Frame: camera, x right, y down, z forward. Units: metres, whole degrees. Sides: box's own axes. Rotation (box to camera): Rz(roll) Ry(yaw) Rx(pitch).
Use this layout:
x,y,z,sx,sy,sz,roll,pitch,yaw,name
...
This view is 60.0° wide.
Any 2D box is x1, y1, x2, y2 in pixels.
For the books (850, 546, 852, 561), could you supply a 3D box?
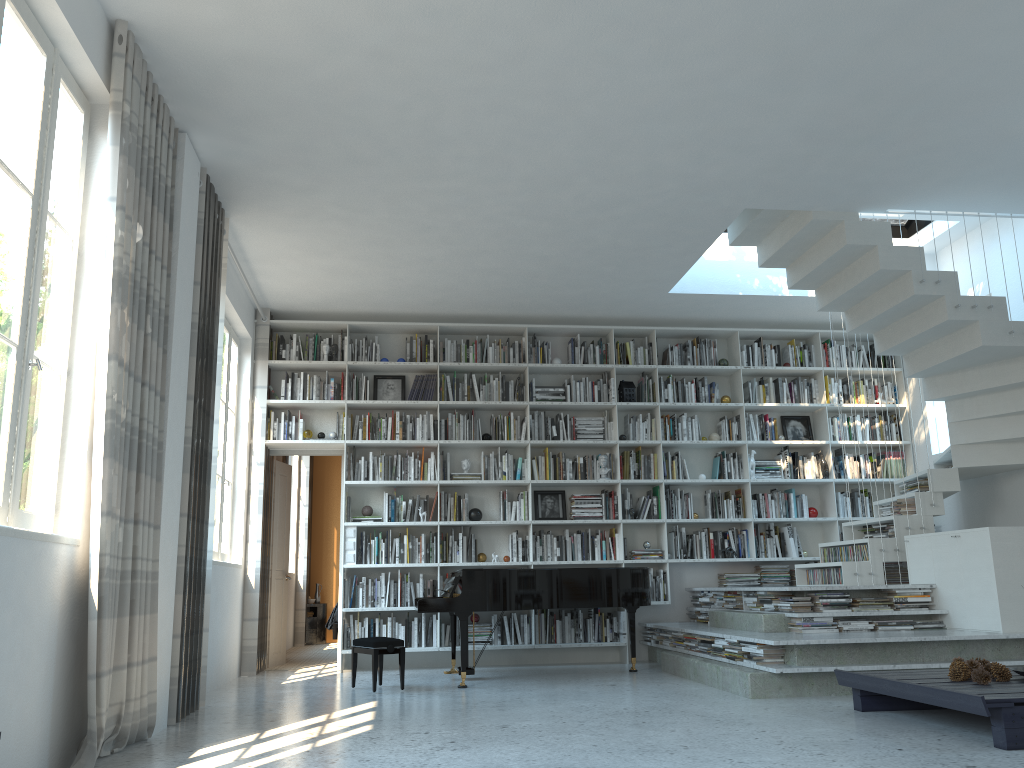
x,y,z,sx,sy,sz,roll,pitch,yaw,name
2.785,1.366,7.130,0.125,0.125,0.007,0,-12,-7,books

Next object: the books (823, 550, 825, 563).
x,y,z,sx,sy,sz,roll,pitch,yaw,name
2.726,1.471,7.585,0.125,0.125,0.009,0,-12,-7,books

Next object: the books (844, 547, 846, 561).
x,y,z,sx,sy,sz,roll,pitch,yaw,name
2.773,1.388,7.225,0.125,0.125,0.008,0,-12,-7,books

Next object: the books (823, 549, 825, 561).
x,y,z,sx,sy,sz,roll,pitch,yaw,name
2.727,1.470,7.577,0.125,0.125,0.007,0,-12,-7,books

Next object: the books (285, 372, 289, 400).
x,y,z,sx,sy,sz,roll,pitch,yaw,name
-2.092,0.047,8.234,0.011,0.296,0.163,0,-13,-7,books

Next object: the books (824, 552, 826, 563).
x,y,z,sx,sy,sz,roll,pitch,yaw,name
2.728,1.468,7.570,0.125,0.125,0.008,0,-12,-7,books

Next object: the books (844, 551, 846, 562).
x,y,z,sx,sy,sz,roll,pitch,yaw,name
2.772,1.389,7.232,0.125,0.125,0.008,0,-12,-7,books

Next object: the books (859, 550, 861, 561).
x,y,z,sx,sy,sz,roll,pitch,yaw,name
2.802,1.335,6.998,0.125,0.125,0.008,0,-12,-7,books

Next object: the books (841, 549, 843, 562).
x,y,z,sx,sy,sz,roll,pitch,yaw,name
2.766,1.400,7.278,0.125,0.125,0.007,0,-12,-7,books

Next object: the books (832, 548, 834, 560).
x,y,z,sx,sy,sz,roll,pitch,yaw,name
2.747,1.433,7.421,0.125,0.125,0.008,0,-12,-7,books

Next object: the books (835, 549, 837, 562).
x,y,z,sx,sy,sz,roll,pitch,yaw,name
2.753,1.423,7.376,0.125,0.125,0.008,0,-12,-7,books

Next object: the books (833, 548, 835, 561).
x,y,z,sx,sy,sz,roll,pitch,yaw,name
2.749,1.430,7.405,0.125,0.125,0.008,0,-12,-7,books

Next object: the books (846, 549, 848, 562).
x,y,z,sx,sy,sz,roll,pitch,yaw,name
2.776,1.382,7.199,0.125,0.125,0.013,0,-12,-7,books

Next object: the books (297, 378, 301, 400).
x,y,z,sx,sy,sz,roll,pitch,yaw,name
-1.978,0.077,8.246,0.024,0.238,0.156,0,-13,-7,books

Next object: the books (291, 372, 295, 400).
x,y,z,sx,sy,sz,roll,pitch,yaw,name
-2.026,0.051,8.223,0.023,0.282,0.186,0,-13,-7,books

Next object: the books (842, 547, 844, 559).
x,y,z,sx,sy,sz,roll,pitch,yaw,name
2.769,1.394,7.253,0.125,0.125,0.008,0,-12,-7,books

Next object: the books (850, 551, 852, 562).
x,y,z,sx,sy,sz,roll,pitch,yaw,name
2.784,1.367,7.137,0.125,0.125,0.009,0,-12,-7,books

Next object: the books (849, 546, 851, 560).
x,y,z,sx,sy,sz,roll,pitch,yaw,name
2.783,1.369,7.146,0.125,0.125,0.013,0,-12,-7,books

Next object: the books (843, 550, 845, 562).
x,y,z,sx,sy,sz,roll,pitch,yaw,name
2.770,1.393,7.245,0.125,0.125,0.008,0,-12,-7,books

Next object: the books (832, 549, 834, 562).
x,y,z,sx,sy,sz,roll,pitch,yaw,name
2.746,1.435,7.429,0.125,0.125,0.008,0,-12,-7,books

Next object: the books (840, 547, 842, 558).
x,y,z,sx,sy,sz,roll,pitch,yaw,name
2.765,1.402,7.285,0.125,0.125,0.007,0,-12,-7,books

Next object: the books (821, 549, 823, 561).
x,y,z,sx,sy,sz,roll,pitch,yaw,name
2.722,1.478,7.614,0.125,0.125,0.009,0,-12,-7,books

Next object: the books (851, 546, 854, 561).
x,y,z,sx,sy,sz,roll,pitch,yaw,name
2.787,1.361,7.110,0.125,0.125,0.018,0,-12,-7,books

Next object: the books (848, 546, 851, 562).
x,y,z,sx,sy,sz,roll,pitch,yaw,name
2.781,1.373,7.160,0.125,0.125,0.016,0,-12,-7,books

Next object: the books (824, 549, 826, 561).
x,y,z,sx,sy,sz,roll,pitch,yaw,name
2.729,1.466,7.561,0.125,0.125,0.010,0,-12,-7,books

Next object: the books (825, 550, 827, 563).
x,y,z,sx,sy,sz,roll,pitch,yaw,name
2.730,1.464,7.553,0.125,0.125,0.012,0,-12,-7,books

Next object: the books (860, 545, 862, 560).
x,y,z,sx,sy,sz,roll,pitch,yaw,name
2.805,1.330,6.976,0.125,0.125,0.007,0,-12,-7,books

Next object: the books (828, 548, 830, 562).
x,y,z,sx,sy,sz,roll,pitch,yaw,name
2.738,1.451,7.495,0.125,0.125,0.010,0,-12,-7,books

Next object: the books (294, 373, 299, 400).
x,y,z,sx,sy,sz,roll,pitch,yaw,name
-2.004,0.053,8.248,0.028,0.287,0.133,0,-12,-7,books

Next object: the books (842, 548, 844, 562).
x,y,z,sx,sy,sz,roll,pitch,yaw,name
2.768,1.397,7.263,0.125,0.125,0.010,0,-12,-7,books

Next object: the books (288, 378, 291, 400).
x,y,z,sx,sy,sz,roll,pitch,yaw,name
-2.049,0.078,8.219,0.022,0.227,0.172,0,-13,-7,books

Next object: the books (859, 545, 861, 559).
x,y,z,sx,sy,sz,roll,pitch,yaw,name
2.803,1.333,6.990,0.125,0.125,0.008,0,-12,-7,books

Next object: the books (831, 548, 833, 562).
x,y,z,sx,sy,sz,roll,pitch,yaw,name
2.744,1.438,7.443,0.125,0.125,0.007,0,-12,-7,books

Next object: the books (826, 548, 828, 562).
x,y,z,sx,sy,sz,roll,pitch,yaw,name
2.734,1.458,7.527,0.125,0.125,0.007,0,-12,-7,books

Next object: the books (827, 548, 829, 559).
x,y,z,sx,sy,sz,roll,pitch,yaw,name
2.737,1.453,7.504,0.125,0.125,0.008,0,-12,-7,books

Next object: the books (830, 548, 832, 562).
x,y,z,sx,sy,sz,roll,pitch,yaw,name
2.742,1.442,7.458,0.125,0.125,0.009,0,-12,-7,books

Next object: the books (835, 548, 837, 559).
x,y,z,sx,sy,sz,roll,pitch,yaw,name
2.754,1.421,7.370,0.125,0.125,0.008,0,-12,-7,books

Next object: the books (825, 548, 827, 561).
x,y,z,sx,sy,sz,roll,pitch,yaw,name
2.732,1.461,7.542,0.125,0.125,0.008,0,-12,-7,books

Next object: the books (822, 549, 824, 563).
x,y,z,sx,sy,sz,roll,pitch,yaw,name
2.724,1.475,7.599,0.125,0.125,0.007,0,-12,-7,books

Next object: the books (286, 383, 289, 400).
x,y,z,sx,sy,sz,roll,pitch,yaw,name
-2.075,0.101,8.237,0.024,0.192,0.138,0,-13,-7,books

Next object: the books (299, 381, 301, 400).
x,y,z,sx,sy,sz,roll,pitch,yaw,name
-1.959,0.090,8.235,0.010,0.208,0.165,0,-13,-7,books

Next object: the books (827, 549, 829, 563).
x,y,z,sx,sy,sz,roll,pitch,yaw,name
2.736,1.454,7.512,0.125,0.125,0.008,0,-12,-7,books

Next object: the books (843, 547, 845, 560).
x,y,z,sx,sy,sz,roll,pitch,yaw,name
2.771,1.391,7.239,0.125,0.125,0.008,0,-12,-7,books

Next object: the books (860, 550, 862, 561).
x,y,z,sx,sy,sz,roll,pitch,yaw,name
2.804,1.332,6.983,0.125,0.125,0.008,0,-12,-7,books

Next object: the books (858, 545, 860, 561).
x,y,z,sx,sy,sz,roll,pitch,yaw,name
2.801,1.337,7.006,0.125,0.125,0.010,0,-12,-7,books

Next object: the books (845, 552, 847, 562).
x,y,z,sx,sy,sz,roll,pitch,yaw,name
2.773,1.386,7.217,0.125,0.125,0.007,0,-12,-7,books

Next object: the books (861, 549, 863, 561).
x,y,z,sx,sy,sz,roll,pitch,yaw,name
2.805,1.328,6.968,0.125,0.125,0.008,0,-12,-7,books

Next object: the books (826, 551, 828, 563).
x,y,z,sx,sy,sz,roll,pitch,yaw,name
2.733,1.459,7.534,0.125,0.125,0.007,0,-12,-7,books

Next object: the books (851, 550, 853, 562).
x,y,z,sx,sy,sz,roll,pitch,yaw,name
2.786,1.363,7.120,0.125,0.125,0.012,0,-12,-7,books

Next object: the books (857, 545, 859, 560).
x,y,z,sx,sy,sz,roll,pitch,yaw,name
2.799,1.340,7.020,0.125,0.125,0.009,0,-12,-7,books

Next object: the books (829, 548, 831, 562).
x,y,z,sx,sy,sz,roll,pitch,yaw,name
2.740,1.446,7.475,0.125,0.125,0.010,0,-12,-7,books

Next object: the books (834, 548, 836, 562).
x,y,z,sx,sy,sz,roll,pitch,yaw,name
2.751,1.426,7.391,0.125,0.125,0.007,0,-12,-7,books

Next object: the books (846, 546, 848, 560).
x,y,z,sx,sy,sz,roll,pitch,yaw,name
2.777,1.380,7.190,0.125,0.125,0.009,0,-12,-7,books

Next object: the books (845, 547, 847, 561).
x,y,z,sx,sy,sz,roll,pitch,yaw,name
2.774,1.384,7.210,0.125,0.125,0.008,0,-12,-7,books

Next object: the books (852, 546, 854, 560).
x,y,z,sx,sy,sz,roll,pitch,yaw,name
2.789,1.358,7.097,0.125,0.125,0.009,0,-12,-7,books

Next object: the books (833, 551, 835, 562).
x,y,z,sx,sy,sz,roll,pitch,yaw,name
2.748,1.432,7.413,0.125,0.125,0.008,0,-12,-7,books

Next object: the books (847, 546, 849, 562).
x,y,z,sx,sy,sz,roll,pitch,yaw,name
2.778,1.377,7.180,0.125,0.125,0.011,0,-12,-7,books

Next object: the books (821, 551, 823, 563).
x,y,z,sx,sy,sz,roll,pitch,yaw,name
2.721,1.480,7.621,0.125,0.125,0.008,0,-12,-7,books

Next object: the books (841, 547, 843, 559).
x,y,z,sx,sy,sz,roll,pitch,yaw,name
2.767,1.398,7.270,0.125,0.125,0.007,0,-12,-7,books

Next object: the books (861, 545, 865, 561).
x,y,z,sx,sy,sz,roll,pitch,yaw,name
2.807,1.326,6.959,0.125,0.125,0.011,0,-12,-7,books
